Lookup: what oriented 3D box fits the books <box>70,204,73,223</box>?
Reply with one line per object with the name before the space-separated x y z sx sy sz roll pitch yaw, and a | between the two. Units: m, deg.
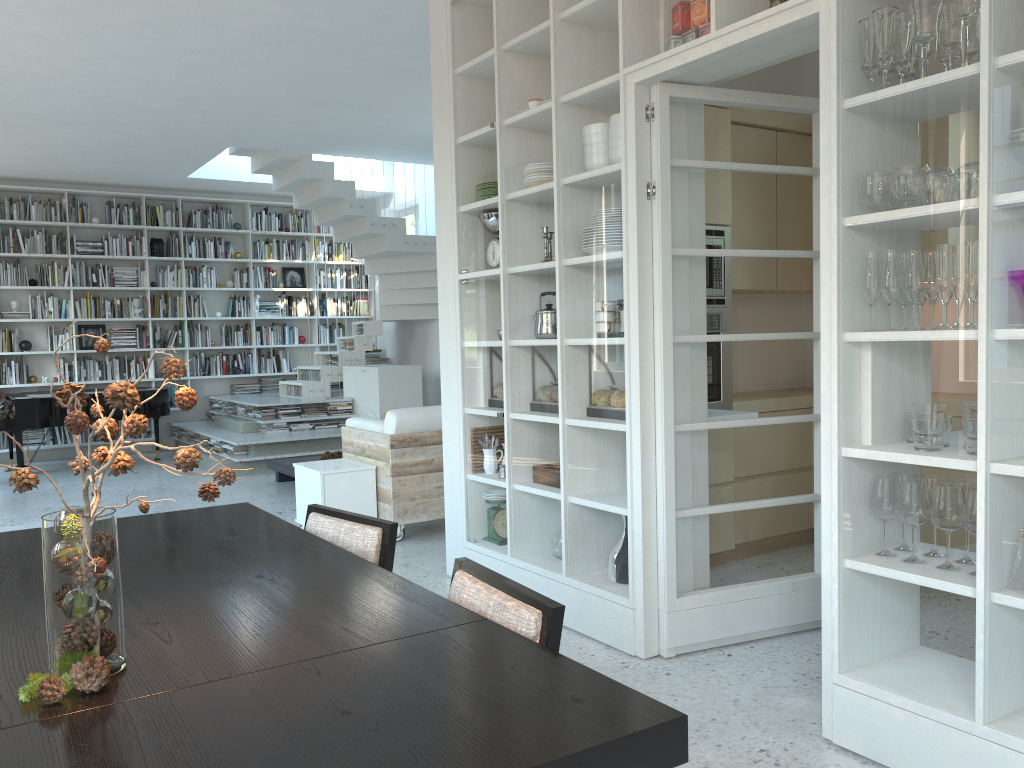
books | -5.174 -1.979 10.395 0.023 0.228 0.157 -4 4 -33

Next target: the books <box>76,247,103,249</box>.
books | -5.011 -1.603 10.506 0.285 0.024 0.159 -3 3 -28

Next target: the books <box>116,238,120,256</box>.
books | -4.754 -1.632 10.669 0.028 0.219 0.183 -4 4 -33

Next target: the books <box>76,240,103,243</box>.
books | -5.020 -1.677 10.511 0.285 0.024 0.159 -3 4 -33

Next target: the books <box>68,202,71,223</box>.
books | -5.184 -1.990 10.366 0.026 0.253 0.185 -4 4 -33

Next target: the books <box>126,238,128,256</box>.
books | -4.667 -1.643 10.728 0.010 0.230 0.152 -4 4 -33

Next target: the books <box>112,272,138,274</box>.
books | -4.697 -1.336 10.733 0.285 0.012 0.159 -4 4 -34

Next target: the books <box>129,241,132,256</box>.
books | -4.635 -1.623 10.738 0.029 0.188 0.176 -4 4 -33

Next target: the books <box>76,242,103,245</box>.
books | -5.016 -1.653 10.509 0.285 0.024 0.159 -3 3 -31

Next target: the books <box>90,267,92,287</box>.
books | -5.012 -1.260 10.524 0.011 0.240 0.147 -4 4 -33

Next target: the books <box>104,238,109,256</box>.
books | -4.858 -1.629 10.631 0.024 0.223 0.128 -4 4 -33

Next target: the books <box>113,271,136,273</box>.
books | -4.693 -1.348 10.724 0.254 0.012 0.161 -3 3 -28

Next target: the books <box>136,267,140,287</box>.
books | -4.555 -1.294 10.807 0.012 0.254 0.161 -4 4 -33

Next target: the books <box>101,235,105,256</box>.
books | -4.881 -1.642 10.586 0.012 0.254 0.161 -4 4 -33

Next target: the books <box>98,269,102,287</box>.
books | -4.922 -1.254 10.582 0.024 0.217 0.147 -4 4 -33

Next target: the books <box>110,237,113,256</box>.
books | -4.816 -1.637 10.628 0.021 0.238 0.171 -4 4 -33

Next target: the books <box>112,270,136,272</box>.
books | -4.697 -1.362 10.729 0.254 0.012 0.161 -3 3 -31

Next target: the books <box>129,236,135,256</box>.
books | -4.610 -1.654 10.751 0.032 0.248 0.173 -4 4 -33

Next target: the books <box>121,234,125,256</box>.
books | -4.709 -1.660 10.696 0.023 0.270 0.184 -4 4 -33

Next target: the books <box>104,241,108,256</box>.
books | -4.863 -1.609 10.595 0.025 0.187 0.193 -4 4 -33

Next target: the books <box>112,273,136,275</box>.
books | -4.695 -1.324 10.731 0.254 0.012 0.161 -3 3 -31

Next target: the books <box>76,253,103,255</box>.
books | -5.013 -1.537 10.513 0.285 0.012 0.159 -3 3 -30

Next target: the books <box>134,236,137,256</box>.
books | -4.593 -1.663 10.780 0.029 0.261 0.133 -4 4 -33

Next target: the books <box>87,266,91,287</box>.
books | -5.022 -1.265 10.516 0.014 0.250 0.172 -4 4 -33

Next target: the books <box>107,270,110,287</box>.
books | -4.852 -1.258 10.632 0.024 0.216 0.132 -4 4 -33

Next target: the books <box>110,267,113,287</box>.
books | -4.813 -1.274 10.631 0.013 0.247 0.176 -4 4 -33

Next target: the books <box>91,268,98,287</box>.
books | -4.975 -1.260 10.540 0.066 0.237 0.153 -4 4 -33

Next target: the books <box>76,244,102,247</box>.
books | -5.013 -1.628 10.506 0.254 0.025 0.161 -4 4 -37

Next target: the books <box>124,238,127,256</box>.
books | -4.684 -1.637 10.703 0.023 0.223 0.190 -4 4 -33

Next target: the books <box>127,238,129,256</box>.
books | -4.654 -1.643 10.729 0.012 0.230 0.158 -4 4 -33

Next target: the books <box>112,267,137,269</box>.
books | -4.698 -1.398 10.727 0.285 0.012 0.159 -3 3 -31

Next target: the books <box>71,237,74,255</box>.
books | -5.164 -1.607 10.412 0.013 0.218 0.141 -4 4 -33

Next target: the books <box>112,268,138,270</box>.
books | -4.693 -1.386 10.721 0.285 0.012 0.159 -4 4 -38

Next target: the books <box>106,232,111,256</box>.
books | -4.822 -1.659 10.605 0.011 0.284 0.190 -4 4 -33

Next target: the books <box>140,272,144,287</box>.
books | -4.534 -1.268 10.837 0.029 0.198 0.172 -4 4 -33

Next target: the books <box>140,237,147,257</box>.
books | -4.484 -1.653 10.769 0.037 0.237 0.272 -4 4 -33

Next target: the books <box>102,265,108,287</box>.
books | -4.864 -1.283 10.605 0.021 0.269 0.191 -4 4 -33

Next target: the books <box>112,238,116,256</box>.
books | -4.786 -1.628 10.645 0.027 0.216 0.190 -4 4 -33

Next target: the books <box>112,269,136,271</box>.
books | -4.699 -1.374 10.732 0.254 0.012 0.161 -3 4 -33

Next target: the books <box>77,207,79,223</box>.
books | -5.121 -1.971 10.439 0.011 0.205 0.145 -4 4 -33

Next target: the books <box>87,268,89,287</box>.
books | -5.035 -1.256 10.512 0.014 0.233 0.147 -4 4 -33

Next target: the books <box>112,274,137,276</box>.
books | -4.694 -1.311 10.730 0.254 0.012 0.161 -4 4 -36

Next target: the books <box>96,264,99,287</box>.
books | -4.946 -1.287 10.573 0.022 0.285 0.130 -4 4 -33

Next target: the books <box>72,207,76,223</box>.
books | -5.146 -1.963 10.399 0.026 0.194 0.166 -4 4 -33

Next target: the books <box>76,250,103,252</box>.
books | -5.014 -1.574 10.511 0.285 0.012 0.159 -4 4 -36

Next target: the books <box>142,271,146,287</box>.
books | -4.512 -1.273 10.858 0.030 0.205 0.158 -4 4 -33

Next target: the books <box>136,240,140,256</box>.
books | -4.560 -1.635 10.786 0.029 0.202 0.191 -4 4 -33

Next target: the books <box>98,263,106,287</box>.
books | -4.901 -1.293 10.597 0.049 0.291 0.162 -4 4 -33

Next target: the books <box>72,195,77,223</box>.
books | -5.139 -2.038 10.416 0.014 0.341 0.145 -4 4 -33

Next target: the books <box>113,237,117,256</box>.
books | -4.777 -1.644 10.665 0.012 0.244 0.131 -4 4 -33

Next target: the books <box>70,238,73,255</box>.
books | -5.173 -1.597 10.391 0.027 0.201 0.167 -4 4 -33

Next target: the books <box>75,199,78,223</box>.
books | -5.125 -2.016 10.420 0.010 0.296 0.153 -4 4 -33

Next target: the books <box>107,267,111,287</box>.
books | -4.832 -1.273 10.634 0.015 0.245 0.183 -4 4 -33

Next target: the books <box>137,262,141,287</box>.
books | -4.554 -1.327 10.824 0.012 0.319 0.139 -4 4 -33

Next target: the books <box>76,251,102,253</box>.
books | -5.014 -1.562 10.512 0.254 0.012 0.161 -4 4 -36

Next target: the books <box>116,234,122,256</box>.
books | -4.742 -1.661 10.699 0.029 0.274 0.140 -4 4 -33

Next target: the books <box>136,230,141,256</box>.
books | -4.550 -1.702 10.801 0.012 0.334 0.155 -4 4 -33

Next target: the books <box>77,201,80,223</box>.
books | -5.098 -2.001 10.420 0.011 0.265 0.163 -4 4 -33
